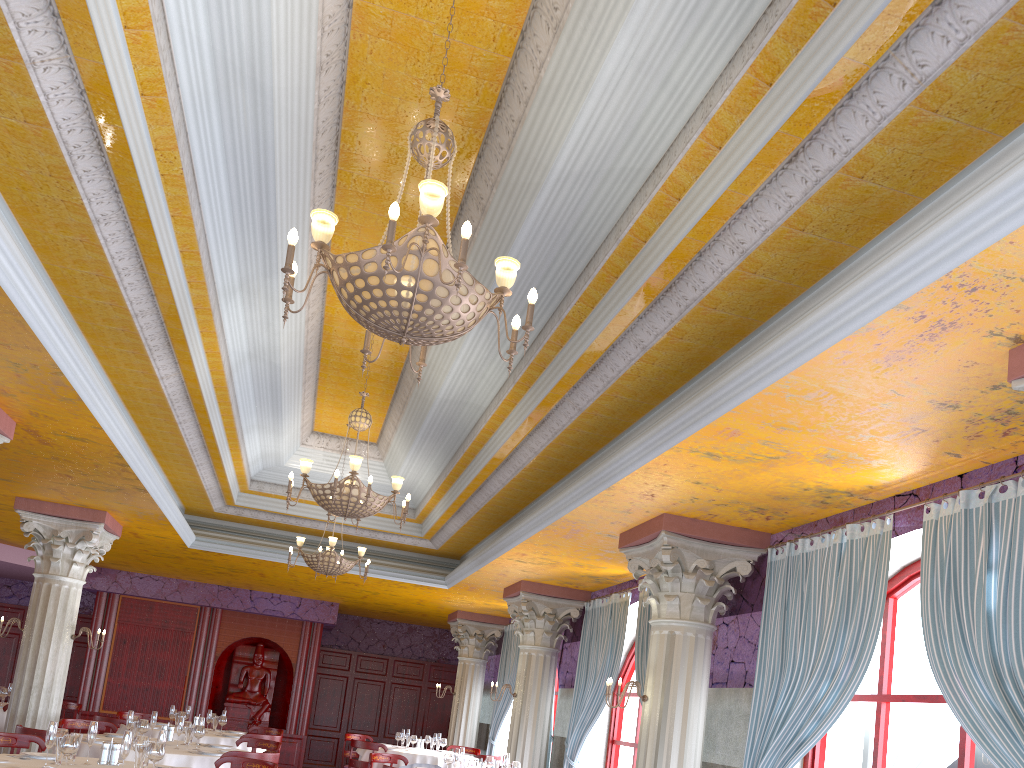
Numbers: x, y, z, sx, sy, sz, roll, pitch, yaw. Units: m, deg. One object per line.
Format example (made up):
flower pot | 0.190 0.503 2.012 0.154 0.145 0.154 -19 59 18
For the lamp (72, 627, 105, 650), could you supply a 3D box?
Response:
lamp | -5.460 3.278 11.054 0.390 0.262 0.351 15 -18 -24

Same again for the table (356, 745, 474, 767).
table | -1.628 6.667 14.431 2.099 0.911 2.200 11 -19 -11

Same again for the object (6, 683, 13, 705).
object | -7.511 4.640 12.800 0.073 0.322 0.077 4 -8 23

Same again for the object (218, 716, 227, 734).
object | -4.169 4.906 12.315 0.124 0.253 0.125 11 -11 -21

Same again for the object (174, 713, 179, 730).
object | -4.726 4.759 12.083 0.088 0.228 0.087 13 -11 -32

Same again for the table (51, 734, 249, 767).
table | -3.804 4.331 9.127 2.099 0.911 2.200 11 -19 -11

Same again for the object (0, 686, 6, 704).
object | -7.720 4.700 12.929 0.122 0.253 0.128 7 -10 1

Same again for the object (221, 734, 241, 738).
object | -3.914 4.932 11.992 0.316 0.023 0.330 12 -22 -12

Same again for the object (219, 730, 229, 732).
object | -4.388 5.312 13.114 0.055 0.019 0.271 -6 -25 33

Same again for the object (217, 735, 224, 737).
object | -4.025 4.868 11.847 0.233 0.013 0.029 -6 -23 31

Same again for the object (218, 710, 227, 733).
object | -4.272 4.990 12.656 0.073 0.322 0.077 4 -8 23

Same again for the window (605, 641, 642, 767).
window | 1.941 3.960 10.470 0.161 2.425 3.742 9 -17 -11

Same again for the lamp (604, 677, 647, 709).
lamp | 1.036 2.848 7.858 0.390 0.262 0.351 15 -18 -24

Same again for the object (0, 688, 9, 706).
object | -7.408 4.556 12.459 0.124 0.253 0.125 11 -11 -21

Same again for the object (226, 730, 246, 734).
object | -4.191 5.304 13.036 0.324 0.023 0.322 20 -25 -30

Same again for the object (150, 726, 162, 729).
object | -4.954 4.700 11.731 0.316 0.023 0.330 12 -22 -12

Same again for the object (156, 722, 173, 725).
object | -5.230 5.072 12.775 0.313 0.023 0.333 -3 -23 25

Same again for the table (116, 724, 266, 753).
table | -4.634 5.473 12.328 2.099 0.911 2.200 11 -19 -11

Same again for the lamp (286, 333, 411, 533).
lamp | -1.335 0.190 7.648 0.956 2.087 1.004 1 -11 32

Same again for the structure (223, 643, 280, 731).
structure | -5.486 6.319 17.987 0.974 1.772 0.662 10 -9 -13

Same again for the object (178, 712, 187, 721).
object | -4.634 4.729 12.010 0.124 0.253 0.125 11 -11 -21

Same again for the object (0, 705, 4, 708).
object | -7.153 4.583 12.136 0.316 0.023 0.330 12 -22 -12

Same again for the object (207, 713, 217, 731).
object | -4.481 5.050 12.786 0.124 0.253 0.125 11 -11 -21

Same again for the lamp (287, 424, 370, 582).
lamp | -2.321 1.544 11.446 0.956 2.087 1.004 1 -11 32

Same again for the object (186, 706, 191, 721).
object | -4.812 4.934 12.687 0.073 0.322 0.077 4 -8 23

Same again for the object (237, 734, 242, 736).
object | -3.960 5.165 12.585 0.160 0.009 0.167 12 -22 -12

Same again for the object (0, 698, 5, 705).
object | -7.631 4.695 12.853 0.085 0.228 0.089 1 -11 34

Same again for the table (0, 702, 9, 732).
table | -7.873 5.123 12.472 2.099 0.911 2.200 11 -19 -11

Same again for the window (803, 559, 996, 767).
window | 3.133 2.322 5.876 0.161 2.425 3.742 9 -17 -11

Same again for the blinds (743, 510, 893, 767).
blinds | 2.234 2.828 6.631 0.246 3.374 1.769 9 -10 -10

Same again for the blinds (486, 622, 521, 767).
blinds | -0.146 6.098 15.801 0.246 3.374 1.769 9 -10 -10

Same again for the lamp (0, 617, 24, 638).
lamp | -6.391 3.096 10.884 0.390 0.262 0.351 15 -18 -24

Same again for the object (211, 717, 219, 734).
object | -4.243 4.874 12.224 0.085 0.228 0.090 5 -9 12

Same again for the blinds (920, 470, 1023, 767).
blinds | 2.737 2.137 4.693 0.247 3.374 1.765 9 -10 -13

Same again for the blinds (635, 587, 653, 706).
blinds | 1.533 3.791 9.331 0.247 3.374 1.765 9 -10 -13

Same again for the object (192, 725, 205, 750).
object | -3.338 3.764 9.115 0.123 0.253 0.127 -3 -14 45

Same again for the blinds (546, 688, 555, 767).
blinds | 0.357 5.407 13.863 0.247 3.374 1.765 9 -10 -13

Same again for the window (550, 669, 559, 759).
window | 0.749 5.597 15.060 0.161 2.425 3.742 9 -17 -11

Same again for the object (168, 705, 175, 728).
object | -4.835 4.721 12.148 0.073 0.322 0.077 4 -8 23

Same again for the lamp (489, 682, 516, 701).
lamp | -0.148 4.475 12.419 0.390 0.262 0.351 15 -18 -24

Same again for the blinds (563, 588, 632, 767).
blinds | 1.030 4.482 11.268 0.246 3.374 1.769 9 -10 -10

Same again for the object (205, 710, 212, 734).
object | -4.295 4.777 12.117 0.073 0.322 0.077 4 -8 23

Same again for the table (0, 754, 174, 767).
table | -3.038 3.279 6.175 2.099 0.911 2.200 11 -19 -11

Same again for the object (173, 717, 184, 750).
object | -3.464 3.635 8.916 0.073 0.322 0.077 4 -8 23

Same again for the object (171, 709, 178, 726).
object | -4.947 4.873 12.480 0.124 0.253 0.125 11 -11 -21

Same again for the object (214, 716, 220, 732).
object | -4.392 5.045 12.710 0.086 0.228 0.088 9 -9 -10

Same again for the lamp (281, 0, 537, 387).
lamp | -0.333 -1.187 3.787 0.956 2.087 1.004 1 -11 32
